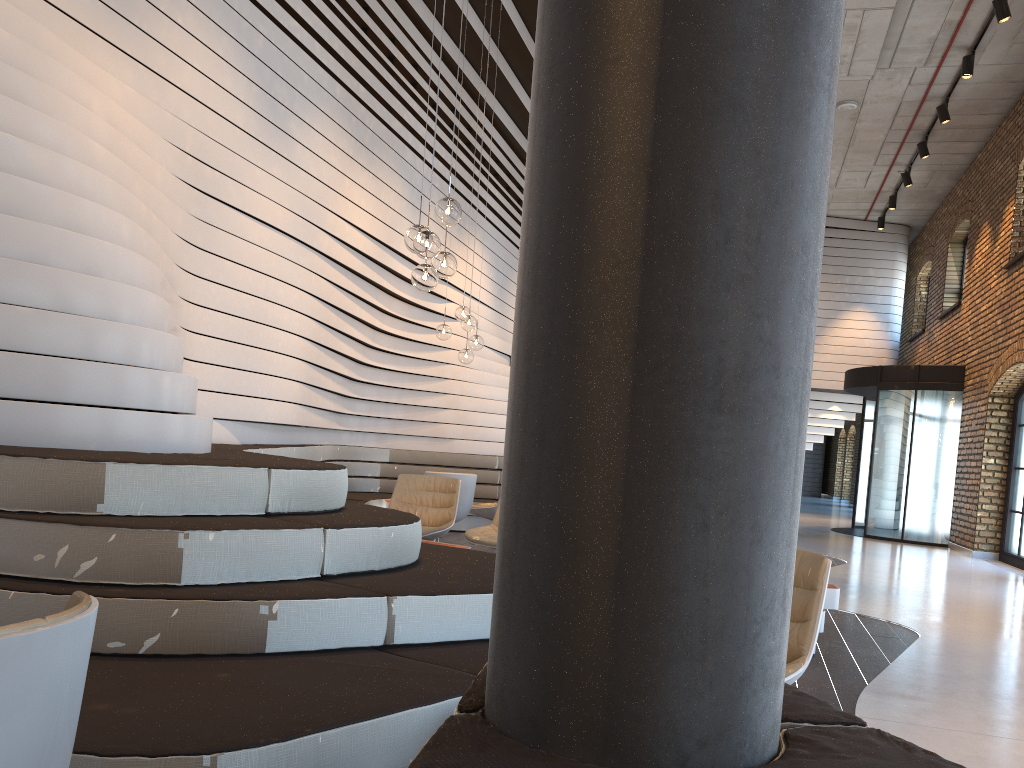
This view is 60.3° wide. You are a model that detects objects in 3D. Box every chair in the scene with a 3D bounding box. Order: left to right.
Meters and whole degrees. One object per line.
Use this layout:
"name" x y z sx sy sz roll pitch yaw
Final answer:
"chair" -1.019 0.687 1.298 0.711 0.768 0.655 4 0 20
"chair" -0.756 1.094 6.830 0.657 0.768 0.709 4 -1 23
"chair" -0.702 1.210 8.427 0.655 0.768 0.711 5 -1 -30
"chair" -0.168 1.312 9.299 0.711 0.768 0.655 4 0 15
"chair" 0.039 1.133 6.522 0.657 0.768 0.709 4 -1 35
"chair" 0.697 0.939 3.021 0.709 0.768 0.657 5 -1 -37

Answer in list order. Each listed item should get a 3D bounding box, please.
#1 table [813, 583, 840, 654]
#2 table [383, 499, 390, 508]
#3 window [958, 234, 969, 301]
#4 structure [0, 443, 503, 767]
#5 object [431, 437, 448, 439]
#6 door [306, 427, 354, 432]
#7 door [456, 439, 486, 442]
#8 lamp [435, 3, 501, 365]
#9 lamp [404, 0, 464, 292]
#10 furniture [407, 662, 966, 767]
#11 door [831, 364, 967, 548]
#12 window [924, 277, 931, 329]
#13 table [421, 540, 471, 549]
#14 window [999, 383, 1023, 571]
"table" 1.455 1.346 5.187 0.906 0.371 0.413 4 -1 8
"table" -1.066 1.460 9.560 0.904 0.371 0.414 7 -2 -37
"window" 7.669 -1.934 14.653 0.126 1.454 1.569 5 -1 15
"structure" -1.180 0.908 5.785 5.775 0.929 18.213 4 -4 12
"object" -1.191 0.990 13.788 0.368 0.555 0.597 4 -1 -34
"door" -2.585 0.692 12.599 0.971 2.111 0.162 5 2 15
"door" -1.296 1.186 22.561 1.773 2.709 0.079 4 2 20
"lamp" -0.347 -2.565 8.969 0.531 4.728 0.332 3 2 -23
"lamp" -0.299 -2.894 5.279 0.294 4.688 0.542 5 2 11
"furniture" 0.373 0.798 1.030 1.275 0.723 1.772 4 -3 11
"door" 7.227 1.288 14.946 3.206 2.859 3.249 4 -1 22
"window" 8.440 -1.674 17.531 0.126 1.454 1.569 5 -1 15
"table" -0.613 1.235 5.850 0.413 0.371 0.908 5 -3 -42
"window" 6.436 1.035 10.741 0.130 2.541 2.352 5 0 15
